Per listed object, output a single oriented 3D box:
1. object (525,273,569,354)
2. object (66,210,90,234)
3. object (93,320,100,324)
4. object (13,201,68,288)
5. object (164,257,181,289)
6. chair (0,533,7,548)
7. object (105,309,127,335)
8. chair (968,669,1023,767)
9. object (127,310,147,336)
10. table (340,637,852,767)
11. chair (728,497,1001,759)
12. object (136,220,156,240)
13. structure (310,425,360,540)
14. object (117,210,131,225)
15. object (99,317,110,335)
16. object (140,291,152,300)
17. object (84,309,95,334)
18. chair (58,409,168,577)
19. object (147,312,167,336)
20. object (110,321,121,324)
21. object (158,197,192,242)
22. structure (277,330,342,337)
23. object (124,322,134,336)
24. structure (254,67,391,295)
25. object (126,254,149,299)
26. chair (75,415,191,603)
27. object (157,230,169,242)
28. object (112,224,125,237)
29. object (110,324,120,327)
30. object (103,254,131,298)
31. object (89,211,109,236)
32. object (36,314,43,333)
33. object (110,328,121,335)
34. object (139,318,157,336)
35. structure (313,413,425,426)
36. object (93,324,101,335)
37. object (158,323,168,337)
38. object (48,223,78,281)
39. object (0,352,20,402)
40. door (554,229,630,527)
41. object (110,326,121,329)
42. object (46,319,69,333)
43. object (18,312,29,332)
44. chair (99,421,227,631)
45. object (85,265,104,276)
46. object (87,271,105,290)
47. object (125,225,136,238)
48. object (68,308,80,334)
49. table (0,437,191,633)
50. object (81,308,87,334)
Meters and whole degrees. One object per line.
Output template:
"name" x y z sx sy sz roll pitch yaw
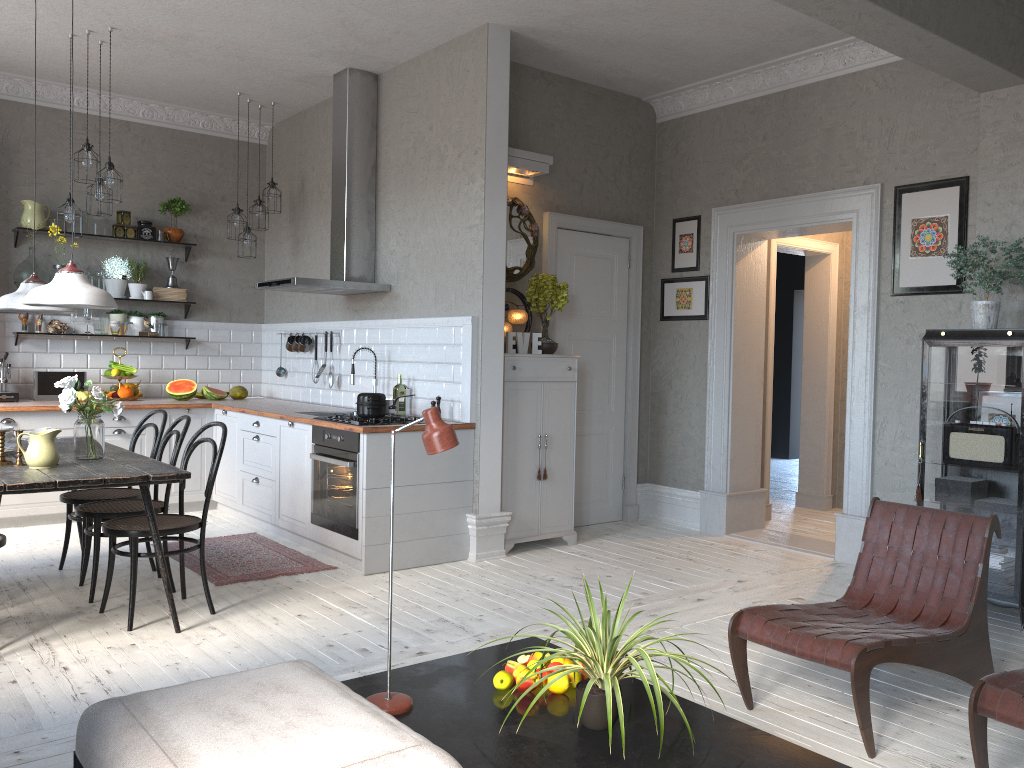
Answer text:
"object" 0.239 -0.479 6.063 0.298 0.553 0.339 1 2 -4
"object" -3.424 -1.266 6.978 0.172 0.184 0.172 1 2 1
"object" -3.336 -0.473 7.142 0.079 0.083 0.077 1 2 -21
"object" -3.649 -1.028 6.746 0.333 0.674 0.338 2 2 20
"object" -2.863 -0.946 7.466 0.128 0.287 0.133 3 2 37
"chair" -2.423 0.650 3.683 0.560 0.920 0.429 0 2 -31
"object" -3.232 -0.508 7.232 0.153 0.217 0.159 2 2 31
"chair" 1.843 0.879 2.625 1.038 0.721 0.497 0 2 -38
"object" -3.113 -0.504 7.338 0.174 0.214 0.146 1 2 -9
"table" 0.133 1.063 2.359 0.867 0.303 1.282 0 2 -38
"chair" 1.326 0.847 3.286 1.038 0.721 0.497 0 2 -38
"object" -3.041 -1.264 7.332 0.145 0.174 0.139 0 2 -38
"structure" -0.855 0.577 5.504 0.631 0.623 0.609 0 2 -38
"object" -3.145 -1.343 7.172 0.081 0.113 0.084 2 2 32
"object" -3.266 -0.464 7.104 0.077 0.139 0.080 2 2 24
"object" -2.986 -0.727 7.268 0.107 0.071 0.062 1 2 -9
"object" -3.341 -0.502 7.001 0.080 0.217 0.083 3 2 38
"chair" -2.272 0.611 5.057 0.561 0.920 0.428 0 2 -41
"object" -2.986 -0.503 7.450 0.162 0.213 0.149 0 2 -41
"object" -3.186 -0.479 7.113 0.075 0.051 0.079 3 2 37
"object" -2.824 -1.374 7.441 0.264 0.397 0.238 1 2 -14
"structure" -1.667 -0.409 7.205 0.096 0.053 1.062 0 2 -38
"object" -3.127 -0.450 7.230 0.079 0.108 0.076 -1 2 -45
"structure" -1.347 -1.466 6.330 0.728 1.595 0.697 0 2 -38
"object" -3.074 -0.882 7.270 0.168 0.380 0.186 2 2 13
"chair" -1.995 0.629 4.672 0.560 0.920 0.429 0 2 -31
"object" -2.893 -1.221 7.328 0.095 0.096 0.073 0 2 -38
"object" -3.182 -1.231 7.164 0.084 0.113 0.081 0 2 -38
"object" -3.186 -0.454 7.114 0.078 0.051 0.076 1 2 -20
"object" -3.212 -0.872 7.226 0.248 0.354 0.231 1 2 -21
"object" -3.338 -1.287 7.164 0.139 0.220 0.141 2 2 11
"object" -3.651 -0.524 6.852 0.053 0.264 0.061 1 2 -2
"object" -3.187 -0.419 7.115 0.075 0.051 0.079 3 2 44
"object" -3.001 -0.467 7.319 0.099 0.147 0.120 2 2 20
"structure" -0.871 0.213 5.480 0.507 0.031 0.593 0 2 -38
"object" -3.337 -0.439 7.143 0.079 0.083 0.077 1 2 -21
"object" -2.904 -0.450 7.375 0.079 0.108 0.076 -1 2 -45
"object" -3.484 -0.959 6.825 0.275 0.540 0.196 3 2 43
"object" -3.736 -0.052 6.503 0.210 0.370 0.346 0 2 -38
"door" 0.592 -0.028 6.630 0.767 2.183 0.078 0 2 -39
"object" -3.186 -0.436 7.114 0.075 0.051 0.079 3 2 44
"object" -3.555 -0.449 6.901 0.094 0.111 0.180 2 2 30
"object" -3.744 -0.525 6.797 0.060 0.264 0.054 2 2 23
"chair" -1.669 0.649 4.263 0.561 0.920 0.428 0 2 -41
"object" -3.381 -0.827 7.170 0.134 0.264 0.129 0 2 -33
"object" -3.309 -0.793 7.041 0.126 0.206 0.123 1 2 -16
"object" -3.109 -1.231 7.216 0.084 0.113 0.081 0 2 -28
"object" -3.469 -0.505 7.017 0.080 0.217 0.083 3 2 38
"table" -2.364 0.722 4.402 0.924 0.735 1.879 0 2 -38
"object" -3.397 -0.505 7.068 0.080 0.217 0.083 3 2 38
